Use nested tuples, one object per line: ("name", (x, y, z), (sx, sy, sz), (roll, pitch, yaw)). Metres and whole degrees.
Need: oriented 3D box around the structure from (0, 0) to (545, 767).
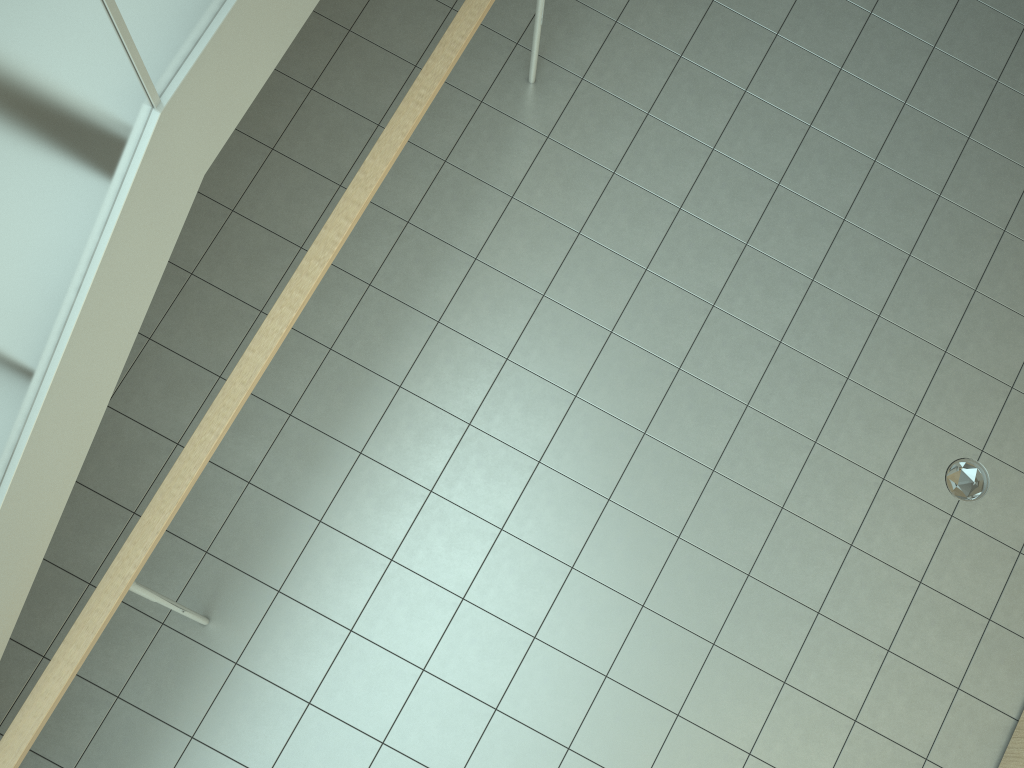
("structure", (-0.791, -2.189, 1.795), (1.871, 4.509, 12.047), (29, 80, 7))
